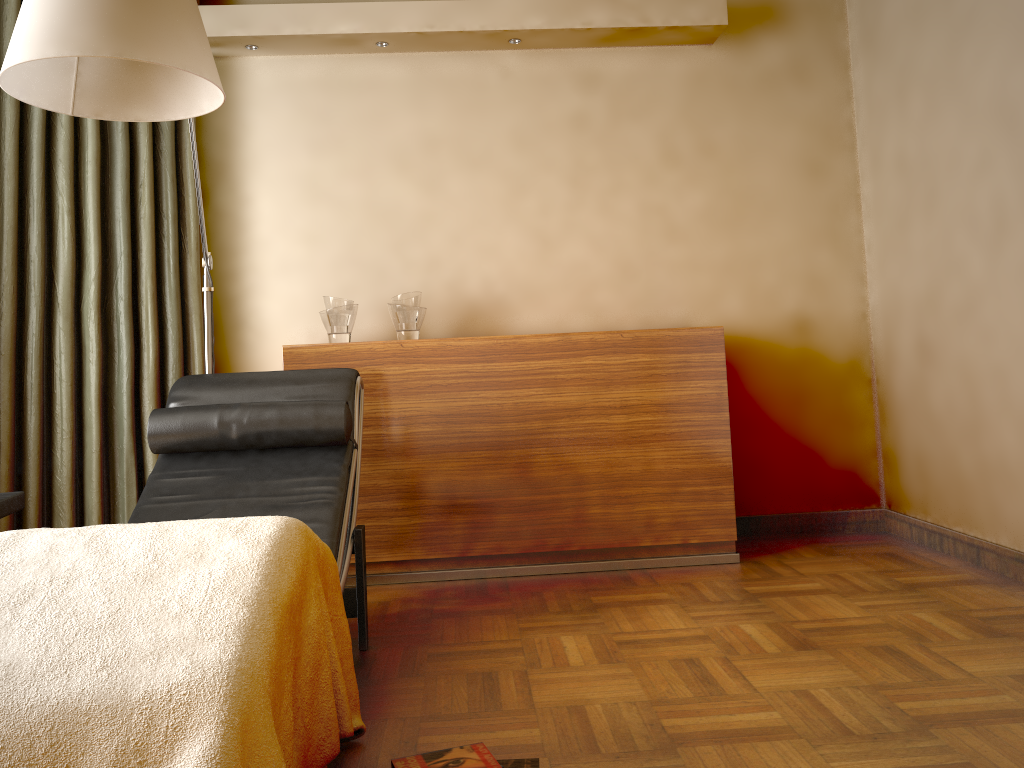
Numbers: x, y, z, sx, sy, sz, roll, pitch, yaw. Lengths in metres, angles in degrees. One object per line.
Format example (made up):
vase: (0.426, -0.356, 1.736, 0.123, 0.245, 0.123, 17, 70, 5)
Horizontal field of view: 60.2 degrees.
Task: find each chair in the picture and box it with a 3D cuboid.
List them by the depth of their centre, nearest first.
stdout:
chair: (-0.718, 0.369, 2.062, 0.636, 0.801, 1.782, -3, 0, -3)

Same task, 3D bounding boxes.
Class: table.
table: (-1.435, 0.308, 1.941, 0.518, 0.045, 0.497, -3, 1, -12)

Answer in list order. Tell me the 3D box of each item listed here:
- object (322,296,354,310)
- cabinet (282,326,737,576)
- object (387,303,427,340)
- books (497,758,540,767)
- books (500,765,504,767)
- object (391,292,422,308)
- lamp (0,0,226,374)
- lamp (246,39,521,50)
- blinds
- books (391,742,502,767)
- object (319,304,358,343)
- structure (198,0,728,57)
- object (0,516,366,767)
object: (-0.681, -0.272, 3.474, 0.122, 0.151, 0.122, -2, -2, -21)
cabinet: (-0.014, 0.246, 3.516, 1.674, 0.867, 0.413, -3, -3, -3)
object: (-0.412, -0.246, 3.487, 0.155, 0.155, 0.155, -2, -2, -13)
books: (-0.082, 0.718, 1.560, 0.264, 0.020, 0.188, -3, 1, 1)
books: (-0.119, 0.700, 1.570, 0.173, 0.018, 0.123, -4, 1, -44)
object: (-0.414, -0.285, 3.490, 0.123, 0.151, 0.122, -2, -2, -24)
lamp: (-0.838, -0.174, 2.376, 0.451, 1.978, 1.408, -3, -2, 0)
lamp: (-0.540, -1.450, 3.739, 1.157, 0.028, 0.050, -3, 0, -3)
blinds: (-1.776, -0.444, 2.990, 0.223, 2.467, 1.531, -6, -4, 42)
books: (-0.117, 0.682, 1.564, 0.173, 0.018, 0.123, -3, 1, -19)
object: (-0.680, -0.234, 3.471, 0.155, 0.155, 0.156, -4, -2, 43)
structure: (-0.190, -1.521, 3.775, 2.178, 0.131, 0.272, -3, 0, -3)
object: (-0.697, 0.526, 1.524, 0.917, 0.523, 0.905, -3, 0, -3)
